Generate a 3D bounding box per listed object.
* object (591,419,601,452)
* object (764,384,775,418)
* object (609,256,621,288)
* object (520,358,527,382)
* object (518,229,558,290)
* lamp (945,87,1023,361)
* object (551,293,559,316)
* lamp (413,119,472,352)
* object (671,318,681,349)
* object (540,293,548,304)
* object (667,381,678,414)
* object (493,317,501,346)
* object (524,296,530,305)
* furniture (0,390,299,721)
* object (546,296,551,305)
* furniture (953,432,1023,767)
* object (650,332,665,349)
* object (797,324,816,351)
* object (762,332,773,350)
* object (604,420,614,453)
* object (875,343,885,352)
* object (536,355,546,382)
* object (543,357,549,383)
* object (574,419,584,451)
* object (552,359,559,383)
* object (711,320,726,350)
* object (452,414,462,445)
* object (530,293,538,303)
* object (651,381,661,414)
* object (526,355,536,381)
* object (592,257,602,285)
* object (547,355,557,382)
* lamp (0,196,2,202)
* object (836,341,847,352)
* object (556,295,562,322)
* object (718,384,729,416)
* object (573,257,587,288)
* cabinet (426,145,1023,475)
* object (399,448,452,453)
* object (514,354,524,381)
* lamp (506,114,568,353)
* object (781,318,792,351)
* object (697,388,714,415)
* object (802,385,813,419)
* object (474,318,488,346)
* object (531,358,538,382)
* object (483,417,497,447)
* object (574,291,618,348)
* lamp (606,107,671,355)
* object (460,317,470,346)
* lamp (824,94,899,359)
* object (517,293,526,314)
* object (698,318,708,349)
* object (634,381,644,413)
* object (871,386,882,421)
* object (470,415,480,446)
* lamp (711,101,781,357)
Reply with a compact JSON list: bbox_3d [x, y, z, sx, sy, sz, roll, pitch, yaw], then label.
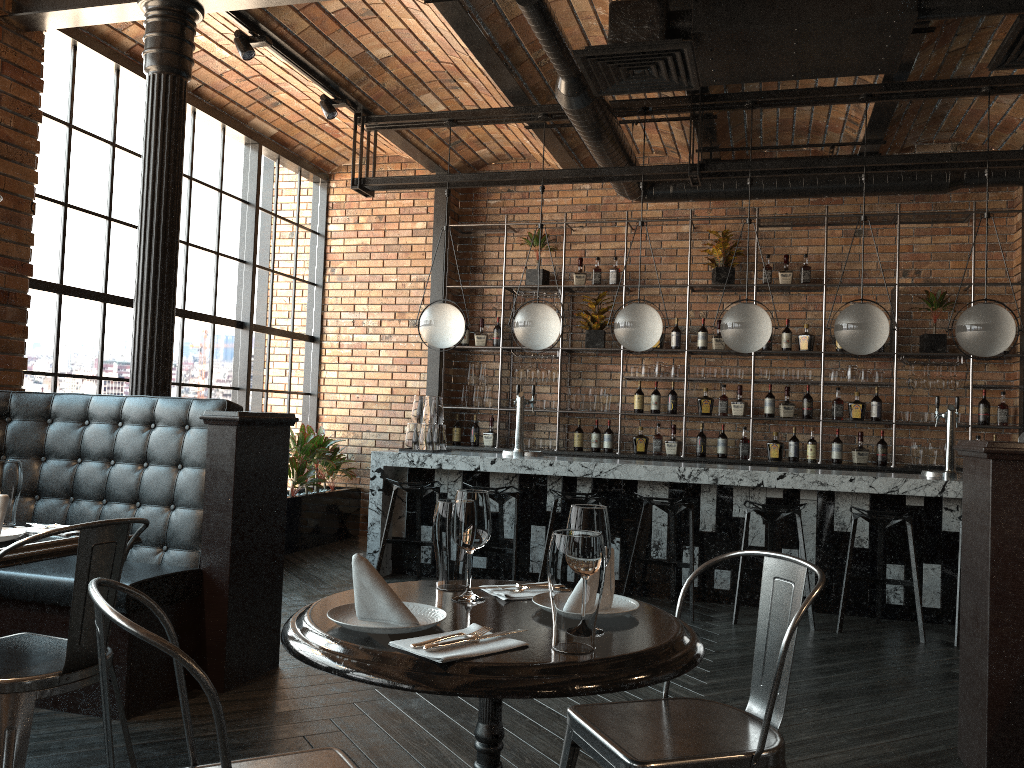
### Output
[{"bbox_3d":[0.773,0.471,8.117,0.086,0.298,0.086,3,-3,-25],"label":"object"},{"bbox_3d":[2.237,0.147,7.688,0.086,0.298,0.086,3,-3,-25],"label":"object"},{"bbox_3d":[0.942,-1.024,8.112,0.083,0.282,0.083,1,-3,31],"label":"object"},{"bbox_3d":[0.113,-0.142,8.382,0.092,0.244,0.092,1,-2,22],"label":"object"},{"bbox_3d":[0.249,-1.177,8.346,0.377,0.554,0.422,2,-2,4],"label":"object"},{"bbox_3d":[3.024,-1.024,5.646,0.340,1.754,0.340,3,-3,-28],"label":"lamp"},{"bbox_3d":[0.390,-0.714,8.160,0.092,0.244,0.092,1,-2,22],"label":"object"},{"bbox_3d":[-0.495,-1.119,6.662,0.340,1.754,0.340,3,-3,-28],"label":"lamp"},{"bbox_3d":[1.472,-0.443,7.944,0.086,0.298,0.086,3,-3,-25],"label":"object"},{"bbox_3d":[0.291,-0.717,8.189,0.092,0.244,0.092,1,-2,22],"label":"object"},{"bbox_3d":[1.434,0.125,7.915,0.086,0.297,0.086,3,-3,-25],"label":"object"},{"bbox_3d":[-0.135,-0.489,8.398,0.086,0.299,0.086,3,-3,-25],"label":"object"},{"bbox_3d":[0.135,-0.714,8.405,0.092,0.244,0.092,1,-2,22],"label":"object"},{"bbox_3d":[-2.707,0.526,1.739,1.979,1.212,5.451,2,-2,16],"label":"furniture"},{"bbox_3d":[0.336,-0.709,8.347,0.092,0.244,0.092,1,-2,22],"label":"object"},{"bbox_3d":[1.838,0.648,0.423,1.979,1.212,5.451,2,-2,16],"label":"furniture"},{"bbox_3d":[1.302,-0.423,7.977,0.151,0.248,0.094,1,-2,20],"label":"object"},{"bbox_3d":[2.530,-0.390,7.622,0.151,0.248,0.094,0,-3,45],"label":"object"},{"bbox_3d":[2.221,-0.425,7.717,0.086,0.299,0.086,3,-3,-25],"label":"object"},{"bbox_3d":[0.880,0.473,8.061,0.086,0.298,0.086,3,-3,-25],"label":"object"},{"bbox_3d":[3.091,-0.401,7.466,0.086,0.297,0.086,3,-3,-25],"label":"object"},{"bbox_3d":[0.268,-0.145,8.166,0.092,0.244,0.092,1,-2,22],"label":"object"},{"bbox_3d":[0.314,-0.137,8.324,0.092,0.244,0.092,1,-2,22],"label":"object"},{"bbox_3d":[0.615,0.467,8.136,0.086,0.299,0.086,3,-3,-25],"label":"object"},{"bbox_3d":[0.414,-0.134,8.295,0.092,0.244,0.092,1,-2,22],"label":"object"},{"bbox_3d":[1.825,-0.425,7.813,0.123,0.279,0.123,2,-2,5],"label":"object"},{"bbox_3d":[-0.524,0.436,8.465,0.086,0.299,0.086,3,-3,-25],"label":"object"},{"bbox_3d":[0.195,-0.719,8.216,0.092,0.244,0.092,1,-2,22],"label":"object"},{"bbox_3d":[1.296,0.122,7.984,0.086,0.298,0.086,3,-3,-25],"label":"object"},{"bbox_3d":[0.173,-0.147,8.193,0.092,0.244,0.092,1,-2,22],"label":"object"},{"bbox_3d":[0.782,-1.028,8.158,0.083,0.282,0.083,2,-2,1],"label":"object"},{"bbox_3d":[0.368,-0.142,8.137,0.092,0.244,0.092,1,-2,22],"label":"object"},{"bbox_3d":[-1.667,-1.400,2.696,0.291,1.653,0.291,3,-3,-29],"label":"lamp"},{"bbox_3d":[2.806,-0.408,7.551,0.086,0.299,0.086,3,-3,-25],"label":"object"},{"bbox_3d":[0.436,-0.706,8.318,0.092,0.244,0.092,1,-2,22],"label":"object"},{"bbox_3d":[1.858,0.144,7.789,0.083,0.282,0.083,2,-2,16],"label":"object"},{"bbox_3d":[0.631,-1.030,8.203,0.123,0.279,0.123,2,-2,5],"label":"object"},{"bbox_3d":[0.863,-0.307,8.057,7.075,3.779,0.564,2,-2,16],"label":"cabinet"},{"bbox_3d":[-0.652,0.501,6.715,0.273,0.019,0.437,2,-2,16],"label":"object"},{"bbox_3d":[0.068,-0.150,8.224,0.092,0.244,0.092,1,-2,22],"label":"object"},{"bbox_3d":[0.208,-1.100,6.459,0.340,1.754,0.340,3,-3,-28],"label":"lamp"},{"bbox_3d":[2.387,-0.419,7.698,0.086,0.298,0.086,3,-3,-25],"label":"object"},{"bbox_3d":[1.709,0.158,7.830,0.151,0.248,0.094,2,-2,5],"label":"object"},{"bbox_3d":[2.534,0.154,7.598,0.086,0.299,0.086,3,-3,-25],"label":"object"},{"bbox_3d":[-0.289,-0.482,8.424,0.123,0.279,0.123,2,-2,5],"label":"object"},{"bbox_3d":[0.219,-0.139,8.351,0.092,0.244,0.092,1,-2,22],"label":"object"},{"bbox_3d":[-0.195,0.454,8.349,0.123,0.279,0.123,1,-3,30],"label":"object"},{"bbox_3d":[0.779,-0.577,8.107,0.430,0.526,0.425,1,-3,28],"label":"object"},{"bbox_3d":[0.912,-1.081,6.256,0.340,1.754,0.340,3,-3,-28],"label":"lamp"},{"bbox_3d":[-0.448,-0.496,8.517,0.086,0.298,0.086,3,-3,-25],"label":"object"},{"bbox_3d":[2.320,-1.043,5.849,0.340,1.754,0.340,3,-3,-28],"label":"lamp"},{"bbox_3d":[0.090,-0.722,8.247,0.092,0.244,0.092,1,-2,22],"label":"object"},{"bbox_3d":[1.696,-0.438,7.873,0.086,0.298,0.086,3,-3,-25],"label":"object"},{"bbox_3d":[1.149,0.118,8.001,0.086,0.299,0.086,3,-3,-25],"label":"object"},{"bbox_3d":[3.065,0.170,7.455,0.086,0.298,0.086,3,-3,-25],"label":"object"},{"bbox_3d":[-0.349,0.439,8.382,0.086,0.297,0.086,4,-3,-40],"label":"object"},{"bbox_3d":[1.616,-1.062,6.052,0.340,1.754,0.340,3,-3,-28],"label":"lamp"}]
